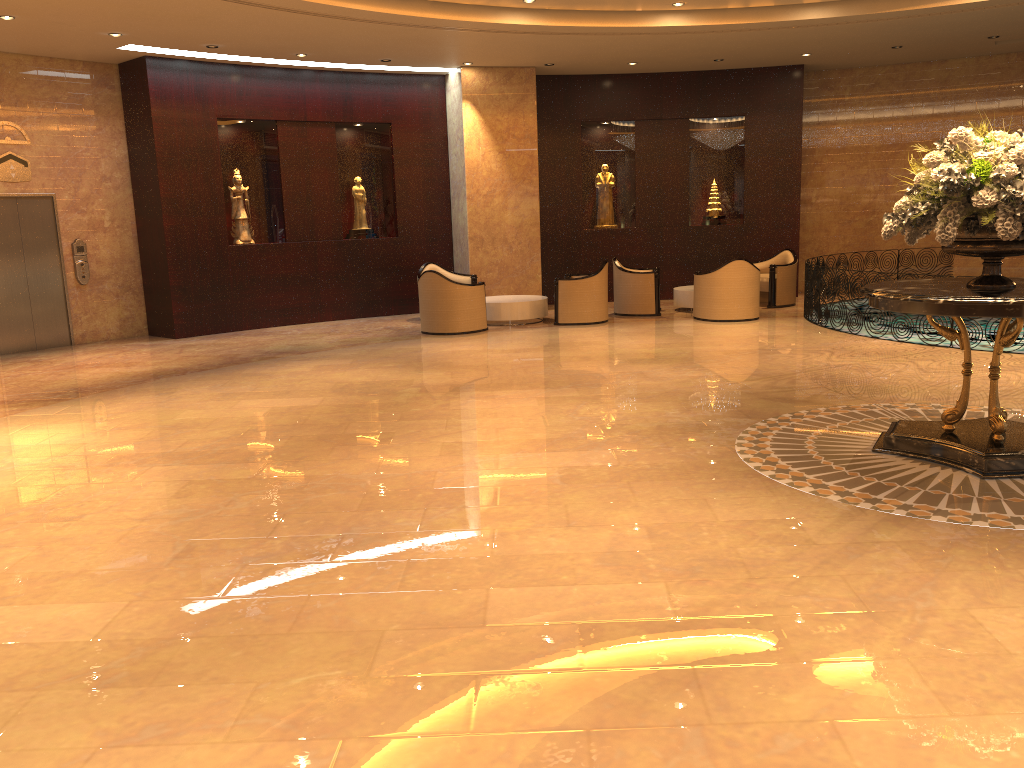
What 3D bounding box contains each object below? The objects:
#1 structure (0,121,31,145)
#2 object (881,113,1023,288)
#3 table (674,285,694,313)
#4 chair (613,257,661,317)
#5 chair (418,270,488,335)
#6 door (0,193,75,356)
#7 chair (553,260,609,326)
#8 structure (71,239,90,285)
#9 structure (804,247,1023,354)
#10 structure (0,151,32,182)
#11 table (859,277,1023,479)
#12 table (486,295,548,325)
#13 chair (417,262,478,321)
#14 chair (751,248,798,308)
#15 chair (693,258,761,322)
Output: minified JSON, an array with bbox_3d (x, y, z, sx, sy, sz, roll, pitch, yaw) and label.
[{"bbox_3d":[-6.740,-3.359,11.839,0.010,0.293,0.600,6,13,35],"label":"structure"},{"bbox_3d":[3.009,-1.107,5.511,1.277,0.999,1.318,4,13,30],"label":"object"},{"bbox_3d":[3.236,-1.388,14.429,1.196,0.354,1.196,4,12,27],"label":"table"},{"bbox_3d":[2.002,-1.588,14.211,0.769,0.916,0.951,0,11,10],"label":"chair"},{"bbox_3d":[-0.921,-1.205,12.752,0.951,0.916,0.769,5,13,34],"label":"chair"},{"bbox_3d":[-6.718,-1.523,12.221,0.150,2.149,1.070,6,13,35],"label":"door"},{"bbox_3d":[1.071,-1.394,13.370,0.769,0.916,0.951,1,11,14],"label":"chair"},{"bbox_3d":[-6.199,-1.755,12.764,0.053,0.661,0.200,7,14,39],"label":"structure"},{"bbox_3d":[6.130,-1.278,12.614,3.815,0.995,7.624,2,11,18],"label":"structure"},{"bbox_3d":[-6.725,-2.921,11.924,0.012,0.405,0.504,6,13,35],"label":"structure"},{"bbox_3d":[3.025,-0.089,5.737,1.493,1.089,1.493,-3,11,-7],"label":"table"},{"bbox_3d":[-0.039,-1.151,13.795,1.196,0.354,1.196,3,12,26],"label":"table"},{"bbox_3d":[-1.100,-1.513,14.388,0.951,0.916,0.769,-11,14,-39],"label":"chair"},{"bbox_3d":[4.322,-1.782,14.795,0.769,0.916,0.951,-7,12,-25],"label":"chair"},{"bbox_3d":[3.208,-1.410,13.062,0.951,0.916,0.769,-3,11,-5],"label":"chair"}]
